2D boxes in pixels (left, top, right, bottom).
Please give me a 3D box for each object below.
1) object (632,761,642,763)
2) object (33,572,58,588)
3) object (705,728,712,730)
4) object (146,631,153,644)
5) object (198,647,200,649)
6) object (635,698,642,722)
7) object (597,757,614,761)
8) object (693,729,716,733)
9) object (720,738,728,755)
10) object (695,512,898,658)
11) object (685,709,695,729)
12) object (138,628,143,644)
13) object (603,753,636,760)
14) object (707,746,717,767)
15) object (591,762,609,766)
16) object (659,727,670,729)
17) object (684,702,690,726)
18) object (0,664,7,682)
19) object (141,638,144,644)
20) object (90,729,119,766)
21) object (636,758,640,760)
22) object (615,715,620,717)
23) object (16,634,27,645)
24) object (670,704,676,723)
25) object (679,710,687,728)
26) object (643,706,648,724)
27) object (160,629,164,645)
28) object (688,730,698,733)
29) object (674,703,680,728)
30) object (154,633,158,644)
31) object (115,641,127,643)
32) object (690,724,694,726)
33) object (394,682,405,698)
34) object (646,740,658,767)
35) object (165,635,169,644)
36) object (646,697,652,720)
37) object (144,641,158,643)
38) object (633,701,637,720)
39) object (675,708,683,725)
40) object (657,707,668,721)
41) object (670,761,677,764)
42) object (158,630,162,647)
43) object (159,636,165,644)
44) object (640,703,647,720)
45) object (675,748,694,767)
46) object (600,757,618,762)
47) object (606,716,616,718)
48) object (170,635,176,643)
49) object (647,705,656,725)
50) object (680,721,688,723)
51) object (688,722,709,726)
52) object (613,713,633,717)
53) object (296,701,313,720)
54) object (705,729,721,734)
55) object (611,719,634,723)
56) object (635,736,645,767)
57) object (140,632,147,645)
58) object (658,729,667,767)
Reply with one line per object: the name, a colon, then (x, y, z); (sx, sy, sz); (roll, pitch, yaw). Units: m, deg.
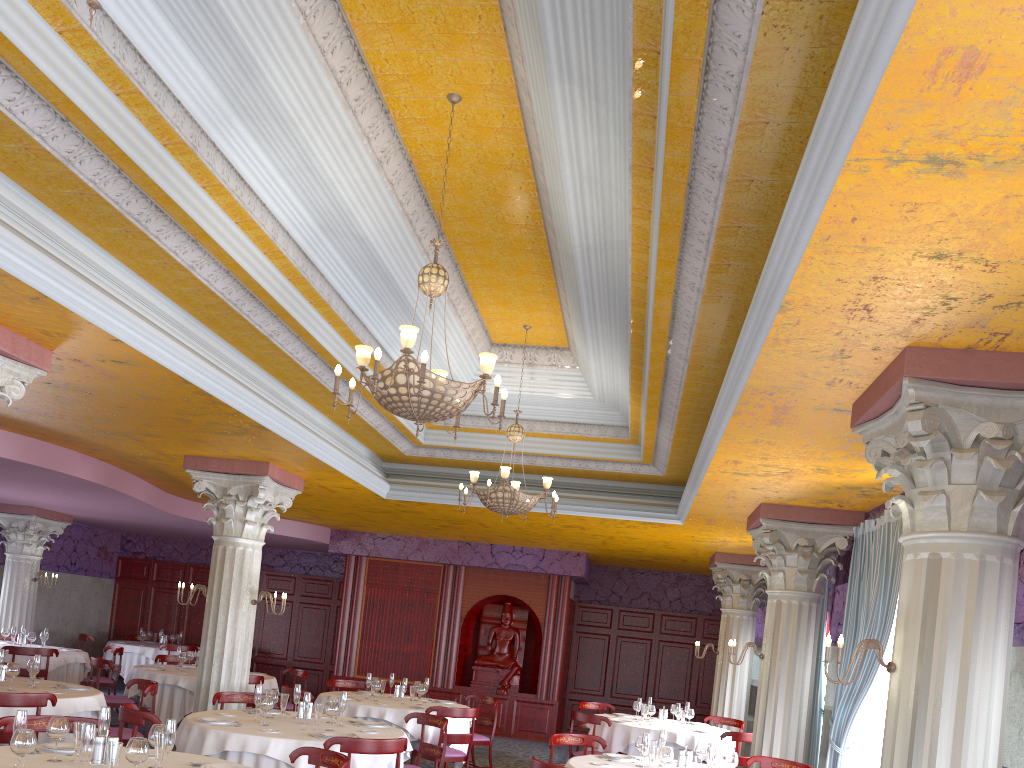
object: (1.130, 3.410, 7.725); (0.142, 0.010, 0.030); (17, -18, -33)
object: (-6.547, 3.866, 14.307); (5.667, 1.168, 0.361); (-6, -9, 36)
object: (2.744, 4.811, 11.952); (0.158, 0.009, 0.165); (-3, -18, 28)
object: (-7.634, 5.337, 18.030); (0.121, 0.260, 0.125); (2, -6, 45)
object: (-6.711, 5.625, 18.270); (0.315, 0.023, 0.323); (9, -16, -11)
object: (1.753, 4.517, 11.864); (0.073, 0.330, 0.075); (4, -3, 45)
object: (0.840, 3.370, 7.709); (0.056, 0.019, 0.261); (15, -18, -30)
object: (2.560, 4.619, 11.383); (0.312, 0.023, 0.326); (4, -16, 8)
object: (1.824, 3.225, 7.389); (0.074, 0.330, 0.074); (6, -2, 0)
object: (2.694, 1.728, 4.312); (2.085, 3.504, 30.353); (5, -16, 9)
object: (2.440, 4.600, 11.773); (0.121, 0.260, 0.125); (5, -4, 22)
object: (-7.659, 5.197, 17.677); (0.074, 0.330, 0.074); (6, -2, 0)
object: (0.985, 3.428, 7.863); (0.318, 0.023, 0.321); (12, -17, -20)
object: (1.735, 3.293, 7.485); (0.085, 0.234, 0.088); (4, -4, 34)
object: (0.757, 3.258, 7.335); (0.158, 0.009, 0.165); (4, -16, 8)
object: (2.015, 4.555, 11.340); (0.163, 0.009, 0.160); (20, -21, -39)
object: (2.472, 4.671, 12.127); (0.073, 0.330, 0.075); (4, -3, 45)
object: (-5.012, 2.796, 8.361); (0.145, 0.208, 0.072); (7, -3, -12)
object: (-7.580, 5.226, 17.578); (0.086, 0.234, 0.086); (7, -3, -11)
object: (-2.336, 2.086, 4.926); (0.145, 0.208, 0.072); (7, -3, -12)
object: (1.142, 3.477, 7.956); (0.028, 0.013, 0.235); (15, -18, -34)
object: (1.488, 4.815, 12.447); (0.056, 0.019, 0.261); (15, -18, -30)
object: (-7.669, 3.979, 13.415); (0.145, 0.208, 0.072); (7, -3, -12)
object: (2.328, 4.749, 12.327); (0.122, 0.260, 0.124); (6, -4, 0)
object: (2.336, 4.586, 11.717); (0.086, 0.234, 0.086); (7, -3, -11)
object: (1.832, 4.546, 11.765); (0.086, 0.234, 0.086); (7, -3, -11)
object: (-7.431, 5.365, 18.170); (0.074, 0.330, 0.074); (6, -2, 0)
object: (2.401, 4.580, 11.290); (0.028, 0.013, 0.235); (15, -18, -34)
object: (2.244, 4.503, 11.634); (0.073, 0.330, 0.075); (4, -3, 45)
object: (-7.533, 5.378, 18.085); (0.086, 0.234, 0.086); (7, -3, -11)
object: (-7.921, 5.226, 17.341); (0.315, 0.023, 0.323); (9, -16, -11)
object: (2.563, 4.895, 12.310); (0.030, 0.010, 0.140); (15, -18, -31)
object: (-1.472, 4.013, 11.243); (0.145, 0.208, 0.072); (7, -3, -12)
object: (1.231, 3.253, 7.534); (0.085, 0.234, 0.087); (6, -3, 11)
object: (-7.076, 5.266, 17.530); (0.086, 0.234, 0.086); (7, -3, -11)
object: (1.981, 4.685, 12.357); (0.073, 0.330, 0.075); (4, -3, 45)
object: (-7.780, 5.553, 18.415); (0.315, 0.023, 0.323); (9, -16, -11)
object: (1.778, 4.658, 12.216); (0.121, 0.260, 0.125); (5, -4, 22)
object: (2.383, 4.738, 12.224); (0.085, 0.234, 0.088); (4, -4, 34)
object: (2.133, 4.642, 12.077); (0.145, 0.208, 0.072); (7, -3, -12)
object: (1.486, 3.513, 7.947); (0.159, 0.009, 0.165); (-6, -20, 37)
object: (-7.168, 5.183, 17.447); (0.074, 0.330, 0.074); (6, -2, 0)
object: (-7.279, 5.321, 17.891); (0.145, 0.208, 0.072); (7, -3, -12)
object: (1.879, 4.698, 12.272); (0.086, 0.234, 0.086); (7, -3, -11)
object: (1.485, 3.196, 7.339); (0.145, 0.208, 0.072); (7, -3, -12)
object: (0.868, 3.388, 7.734); (0.022, 0.003, 0.256); (17, -19, -34)
object: (1.405, 4.703, 12.074); (0.158, 0.009, 0.165); (-3, -18, 28)
object: (-6.972, 5.280, 17.586); (0.121, 0.260, 0.125); (5, -4, 22)
object: (1.889, 4.509, 11.662); (0.124, 0.260, 0.123); (8, -4, -22)
object: (2.547, 4.974, 12.603); (0.263, 0.019, 0.055); (16, -18, -32)
object: (2.701, 4.946, 12.457); (0.312, 0.023, 0.326); (4, -16, 8)
object: (1.633, 4.873, 12.602); (0.312, 0.023, 0.326); (4, -16, 8)
object: (-1.921, 3.010, 7.957); (0.145, 0.208, 0.072); (7, -3, -12)
object: (2.704, 4.681, 11.537); (0.056, 0.019, 0.261); (15, -18, -30)
object: (1.491, 4.546, 11.527); (0.312, 0.023, 0.326); (4, -16, 8)
object: (1.130, 3.212, 7.478); (0.121, 0.260, 0.125); (5, -4, 22)
object: (-7.523, 5.189, 17.476); (0.121, 0.260, 0.125); (2, -6, 45)
object: (1.333, 3.239, 7.619); (0.075, 0.330, 0.074); (7, -2, -22)
